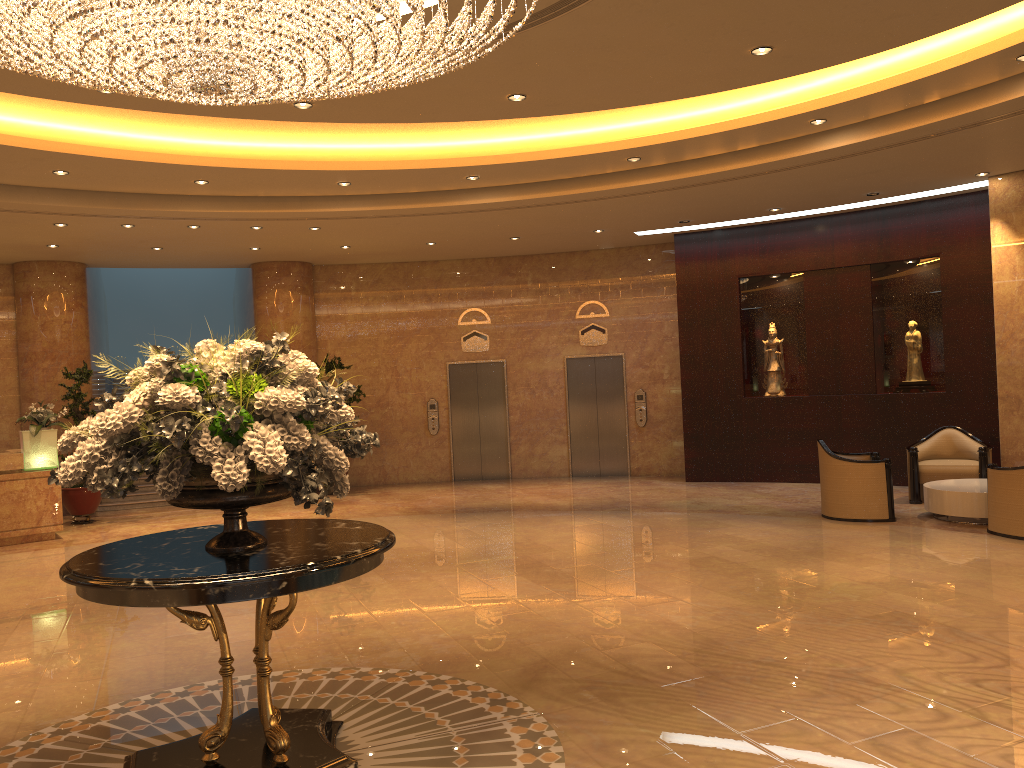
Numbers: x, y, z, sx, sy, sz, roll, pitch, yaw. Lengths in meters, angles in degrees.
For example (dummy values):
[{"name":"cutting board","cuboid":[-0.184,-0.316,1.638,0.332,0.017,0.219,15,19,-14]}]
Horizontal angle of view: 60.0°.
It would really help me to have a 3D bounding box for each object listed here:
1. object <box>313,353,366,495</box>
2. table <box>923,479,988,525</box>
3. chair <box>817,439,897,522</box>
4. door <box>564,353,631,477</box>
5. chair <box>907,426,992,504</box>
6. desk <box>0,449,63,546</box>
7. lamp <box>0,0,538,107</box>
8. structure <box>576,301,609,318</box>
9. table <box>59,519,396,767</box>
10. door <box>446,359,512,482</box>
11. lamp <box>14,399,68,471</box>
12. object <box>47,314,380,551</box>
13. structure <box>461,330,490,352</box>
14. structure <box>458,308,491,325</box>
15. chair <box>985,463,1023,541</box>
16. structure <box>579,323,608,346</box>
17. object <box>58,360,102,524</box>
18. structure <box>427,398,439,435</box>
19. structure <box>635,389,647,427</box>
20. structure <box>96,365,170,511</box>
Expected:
[{"name":"object","cuboid":[-3.033,0.673,14.779,1.250,2.363,0.843,-3,0,1]},{"name":"table","cuboid":[5.259,1.307,9.905,1.196,0.354,1.196,-3,0,5]},{"name":"chair","cuboid":[3.992,1.086,10.365,0.769,0.916,0.951,-3,0,14]},{"name":"door","cuboid":[1.508,0.557,15.614,1.070,2.149,0.150,-3,0,15]},{"name":"chair","cuboid":[5.487,1.008,11.117,0.951,0.916,0.769,-3,0,29]},{"name":"desk","cuboid":[-8.848,1.621,6.434,3.466,1.155,12.951,-3,0,13]},{"name":"lamp","cuboid":[-1.455,-1.988,4.208,3.204,1.196,3.206,-3,0,16]},{"name":"structure","cuboid":[1.404,-1.315,15.551,0.600,0.293,0.010,-3,0,15]},{"name":"table","cuboid":[-1.272,1.296,4.180,1.493,1.089,1.493,-3,0,-28]},{"name":"door","cuboid":[-0.588,0.655,15.948,1.070,2.145,0.150,-3,0,4]},{"name":"lamp","cuboid":[-6.140,0.651,11.634,0.606,0.897,0.532,-3,1,-42]},{"name":"object","cuboid":[-1.345,0.255,4.143,1.318,0.999,1.277,-3,0,10]},{"name":"structure","cuboid":[-0.658,-0.769,15.897,0.504,0.405,0.012,-3,0,3]},{"name":"structure","cuboid":[-0.680,-1.216,15.892,0.600,0.293,0.010,-3,0,3]},{"name":"chair","cuboid":[5.290,1.034,8.724,0.951,0.916,0.769,-3,0,-6]},{"name":"structure","cuboid":[1.427,-0.869,15.555,0.504,0.405,0.012,-3,0,15]},{"name":"object","cuboid":[-6.243,0.842,13.075,0.843,2.363,1.250,-3,1,-40]},{"name":"structure","cuboid":[-1.415,0.590,15.913,0.200,0.661,0.053,-3,0,0]},{"name":"structure","cuboid":[2.226,0.416,15.325,0.200,0.661,0.053,-3,0,19]},{"name":"structure","cuboid":[-6.730,-0.770,17.756,9.849,5.560,7.472,-3,0,-21]}]
